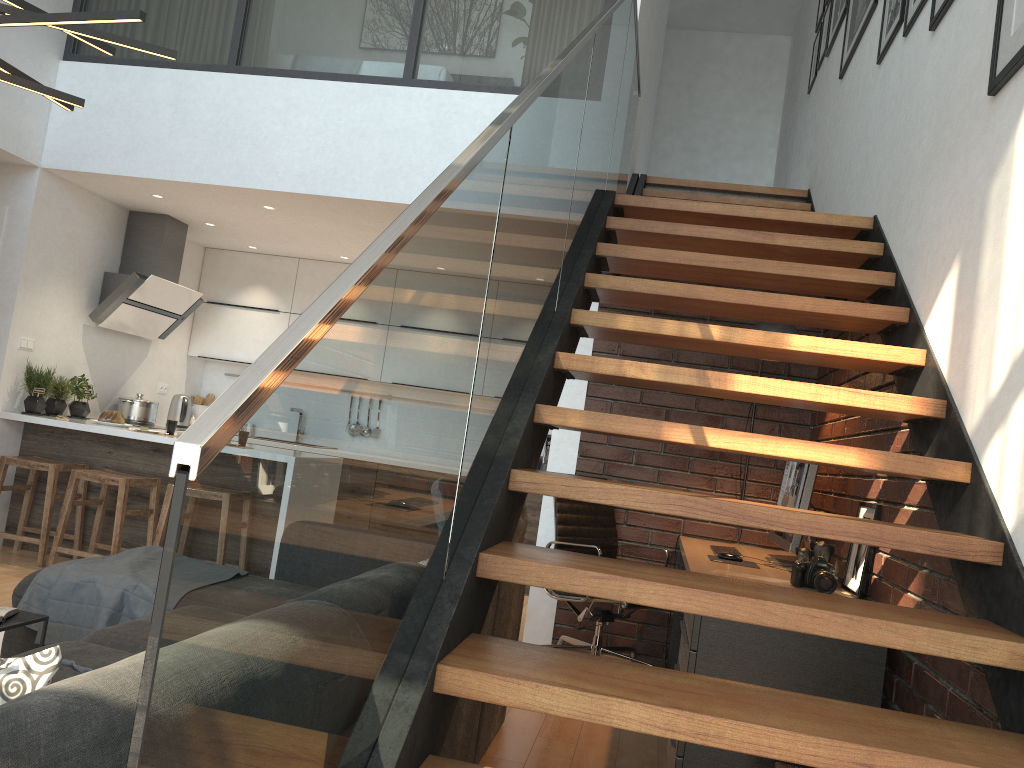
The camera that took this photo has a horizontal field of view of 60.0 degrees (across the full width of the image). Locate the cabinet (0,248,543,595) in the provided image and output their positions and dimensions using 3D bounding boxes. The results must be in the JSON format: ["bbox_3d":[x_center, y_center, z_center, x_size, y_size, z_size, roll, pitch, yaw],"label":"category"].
[{"bbox_3d":[-1.246,0.154,6.387,3.495,2.401,2.401,8,-4,10],"label":"cabinet"}]

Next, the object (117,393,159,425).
[{"bbox_3d":[-2.819,0.182,6.680,0.315,0.223,0.288,11,-5,-39],"label":"object"}]

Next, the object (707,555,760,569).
[{"bbox_3d":[0.923,0.742,3.704,0.200,0.002,0.250,8,-4,10],"label":"object"}]

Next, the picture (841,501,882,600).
[{"bbox_3d":[1.245,0.586,3.159,0.049,0.329,0.279,8,-4,10],"label":"picture"}]

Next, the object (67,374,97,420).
[{"bbox_3d":[-2.962,0.081,6.075,0.179,0.311,0.172,7,-4,21],"label":"object"}]

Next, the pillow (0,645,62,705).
[{"bbox_3d":[-0.595,0.626,2.314,0.386,0.364,2.734,7,-4,14],"label":"pillow"}]

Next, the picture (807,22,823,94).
[{"bbox_3d":[2.269,-2.429,6.623,0.025,0.410,0.333,8,-4,10],"label":"picture"}]

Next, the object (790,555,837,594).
[{"bbox_3d":[1.064,0.662,3.090,0.149,0.119,0.166,8,-4,7],"label":"object"}]

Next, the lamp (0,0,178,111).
[{"bbox_3d":[-1.368,-2.749,2.829,1.200,3.645,0.831,7,-4,20],"label":"lamp"}]

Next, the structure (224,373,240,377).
[{"bbox_3d":[-1.058,0.110,7.552,3.000,0.045,0.050,8,-4,10],"label":"structure"}]

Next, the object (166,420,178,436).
[{"bbox_3d":[-2.141,0.275,5.574,0.066,0.093,0.066,12,-5,-44],"label":"object"}]

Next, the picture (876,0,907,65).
[{"bbox_3d":[1.686,-1.657,3.908,0.025,0.333,0.410,8,-4,10],"label":"picture"}]

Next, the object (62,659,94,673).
[{"bbox_3d":[-0.802,0.703,1.835,0.411,0.118,0.905,9,-4,-14],"label":"object"}]

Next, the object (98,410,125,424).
[{"bbox_3d":[-2.607,0.219,5.776,0.155,0.101,0.161,8,-4,6],"label":"object"}]

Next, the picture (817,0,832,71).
[{"bbox_3d":[2.202,-2.467,6.219,0.025,0.410,0.333,8,-4,10],"label":"picture"}]

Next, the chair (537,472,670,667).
[{"bbox_3d":[0.501,0.987,4.448,0.700,0.991,0.651,5,-5,44],"label":"chair"}]

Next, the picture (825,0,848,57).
[{"bbox_3d":[2.136,-2.714,5.675,0.025,0.990,0.654,8,-4,10],"label":"picture"}]

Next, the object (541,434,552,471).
[{"bbox_3d":[0.401,0.600,7.011,0.274,0.378,0.532,8,-4,10],"label":"object"}]

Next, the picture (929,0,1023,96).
[{"bbox_3d":[1.396,-1.622,2.306,0.028,1.678,1.785,8,-4,10],"label":"picture"}]

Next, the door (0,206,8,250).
[{"bbox_3d":[-3.809,-0.128,5.612,0.974,2.136,0.085,8,-4,10],"label":"door"}]

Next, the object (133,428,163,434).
[{"bbox_3d":[-2.253,0.292,5.484,0.176,0.014,0.176,8,-4,0],"label":"object"}]

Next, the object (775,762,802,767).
[{"bbox_3d":[0.847,1.232,2.312,0.330,0.323,0.330,7,-4,13],"label":"object"}]

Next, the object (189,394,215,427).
[{"bbox_3d":[-2.706,0.223,7.650,0.221,0.316,0.330,8,-4,10],"label":"object"}]

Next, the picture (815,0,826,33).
[{"bbox_3d":[2.339,-2.911,6.656,0.025,0.410,0.333,8,-4,10],"label":"picture"}]

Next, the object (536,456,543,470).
[{"bbox_3d":[0.121,0.664,7.203,0.260,0.195,0.177,6,-4,30],"label":"object"}]

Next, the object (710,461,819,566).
[{"bbox_3d":[1.162,0.527,4.009,0.431,0.535,0.716,8,-4,10],"label":"object"}]

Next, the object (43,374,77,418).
[{"bbox_3d":[-3.002,0.077,5.882,0.221,0.283,0.211,7,-4,23],"label":"object"}]

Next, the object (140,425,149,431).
[{"bbox_3d":[-1.999,0.310,5.412,0.597,0.039,0.064,8,-4,6],"label":"object"}]

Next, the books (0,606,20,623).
[{"bbox_3d":[-1.644,0.699,2.684,0.199,0.025,0.294,9,-4,-11],"label":"books"}]

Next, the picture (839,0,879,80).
[{"bbox_3d":[1.931,-2.316,4.816,0.025,0.990,0.871,8,-4,10],"label":"picture"}]

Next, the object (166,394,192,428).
[{"bbox_3d":[-2.710,0.217,7.219,0.179,0.270,0.220,8,-4,-3],"label":"object"}]

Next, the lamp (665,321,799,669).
[{"bbox_3d":[1.206,0.565,4.248,0.462,2.003,1.054,9,-4,-6],"label":"lamp"}]

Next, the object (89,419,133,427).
[{"bbox_3d":[-2.604,0.259,5.761,0.261,0.021,0.261,8,-4,4],"label":"object"}]

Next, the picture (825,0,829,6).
[{"bbox_3d":[2.272,-2.946,6.252,0.025,0.410,0.333,8,-4,10],"label":"picture"}]

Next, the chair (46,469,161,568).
[{"bbox_3d":[-2.355,0.823,5.176,0.450,0.600,0.350,7,-4,15],"label":"chair"}]

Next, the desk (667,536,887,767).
[{"bbox_3d":[0.952,1.120,3.605,0.610,0.750,2.182,8,-4,10],"label":"desk"}]

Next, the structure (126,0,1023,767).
[{"bbox_3d":[0.826,-0.046,3.454,1.289,3.460,5.660,8,-4,10],"label":"structure"}]

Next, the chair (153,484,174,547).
[{"bbox_3d":[-1.801,0.902,5.158,0.450,0.600,0.350,8,-4,8],"label":"chair"}]

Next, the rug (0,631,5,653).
[{"bbox_3d":[-2.017,0.999,2.699,1.606,0.013,2.496,8,-4,10],"label":"rug"}]

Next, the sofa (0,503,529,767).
[{"bbox_3d":[-1.209,0.596,2.310,2.108,0.995,3.169,8,-4,10],"label":"sofa"}]

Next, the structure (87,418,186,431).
[{"bbox_3d":[-2.733,0.299,6.517,0.550,0.006,0.609,8,-4,10],"label":"structure"}]

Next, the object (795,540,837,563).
[{"bbox_3d":[1.159,0.675,3.400,0.149,0.160,0.252,7,-4,19],"label":"object"}]

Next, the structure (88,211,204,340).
[{"bbox_3d":[-2.652,-0.850,6.614,0.407,0.998,0.898,8,-4,10],"label":"structure"}]

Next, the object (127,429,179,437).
[{"bbox_3d":[-2.236,0.306,5.518,0.305,0.002,0.305,10,-4,-21],"label":"object"}]

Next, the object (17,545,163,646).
[{"bbox_3d":[-1.401,0.845,3.352,0.548,0.369,0.685,7,-4,18],"label":"object"}]

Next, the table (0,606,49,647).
[{"bbox_3d":[-1.908,0.827,2.556,0.700,0.323,0.700,8,-4,10],"label":"table"}]

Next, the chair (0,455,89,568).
[{"bbox_3d":[-2.887,0.761,5.394,0.450,0.600,0.350,8,-4,10],"label":"chair"}]

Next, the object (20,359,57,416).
[{"bbox_3d":[-3.034,0.015,5.672,0.186,0.367,0.196,8,-4,10],"label":"object"}]

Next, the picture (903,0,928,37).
[{"bbox_3d":[1.603,-1.644,3.451,0.022,0.440,0.358,8,-4,10],"label":"picture"}]
